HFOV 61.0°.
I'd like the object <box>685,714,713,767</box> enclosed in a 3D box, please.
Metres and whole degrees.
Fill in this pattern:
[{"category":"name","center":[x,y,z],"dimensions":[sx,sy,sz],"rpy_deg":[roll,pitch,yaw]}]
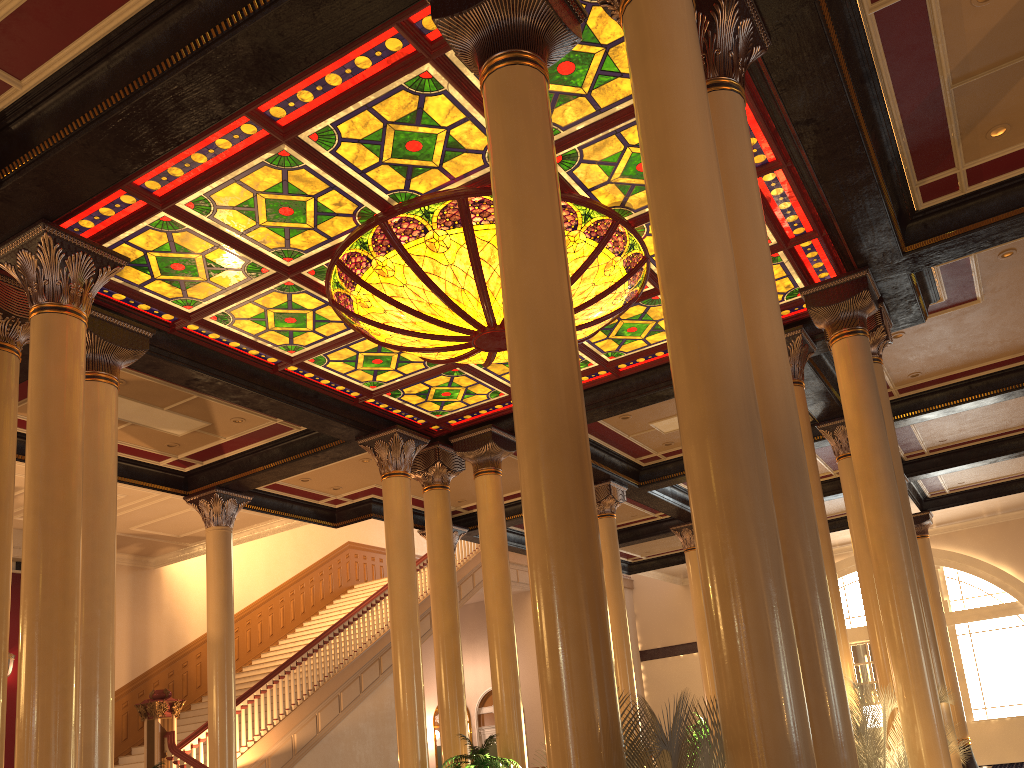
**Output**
[{"category":"object","center":[3.929,7.641,17.411],"dimensions":[1.094,2.065,1.066],"rpy_deg":[-3,-16,-13]}]

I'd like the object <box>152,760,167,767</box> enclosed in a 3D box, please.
[{"category":"object","center":[-2.547,3.754,6.114],"dimensions":[1.022,2.065,1.140],"rpy_deg":[-11,-16,16]}]

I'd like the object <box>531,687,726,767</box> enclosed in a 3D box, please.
[{"category":"object","center":[0.608,2.480,4.145],"dimensions":[1.801,2.181,2.194],"rpy_deg":[-17,-20,30]}]

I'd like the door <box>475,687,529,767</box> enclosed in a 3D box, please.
[{"category":"door","center":[-0.211,9.364,21.962],"dimensions":[1.452,3.338,0.213],"rpy_deg":[-14,-15,27]}]

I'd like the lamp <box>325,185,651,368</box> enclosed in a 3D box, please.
[{"category":"lamp","center":[-0.171,-0.672,8.073],"dimensions":[2.955,0.578,3.186],"rpy_deg":[-17,-24,24]}]

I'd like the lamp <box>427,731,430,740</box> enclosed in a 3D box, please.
[{"category":"lamp","center":[-2.318,9.371,22.833],"dimensions":[0.364,0.478,0.284],"rpy_deg":[-15,-18,27]}]

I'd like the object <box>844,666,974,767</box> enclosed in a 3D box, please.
[{"category":"object","center":[3.158,3.626,7.647],"dimensions":[2.027,2.167,1.919],"rpy_deg":[-12,-18,16]}]

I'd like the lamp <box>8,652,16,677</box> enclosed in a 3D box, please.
[{"category":"lamp","center":[-8.051,4.484,13.725],"dimensions":[0.388,0.701,0.336],"rpy_deg":[-15,-17,27]}]

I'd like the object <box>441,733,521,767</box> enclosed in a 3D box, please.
[{"category":"object","center":[-0.360,4.979,9.724],"dimensions":[1.094,2.065,1.066],"rpy_deg":[-3,-16,-13]}]
